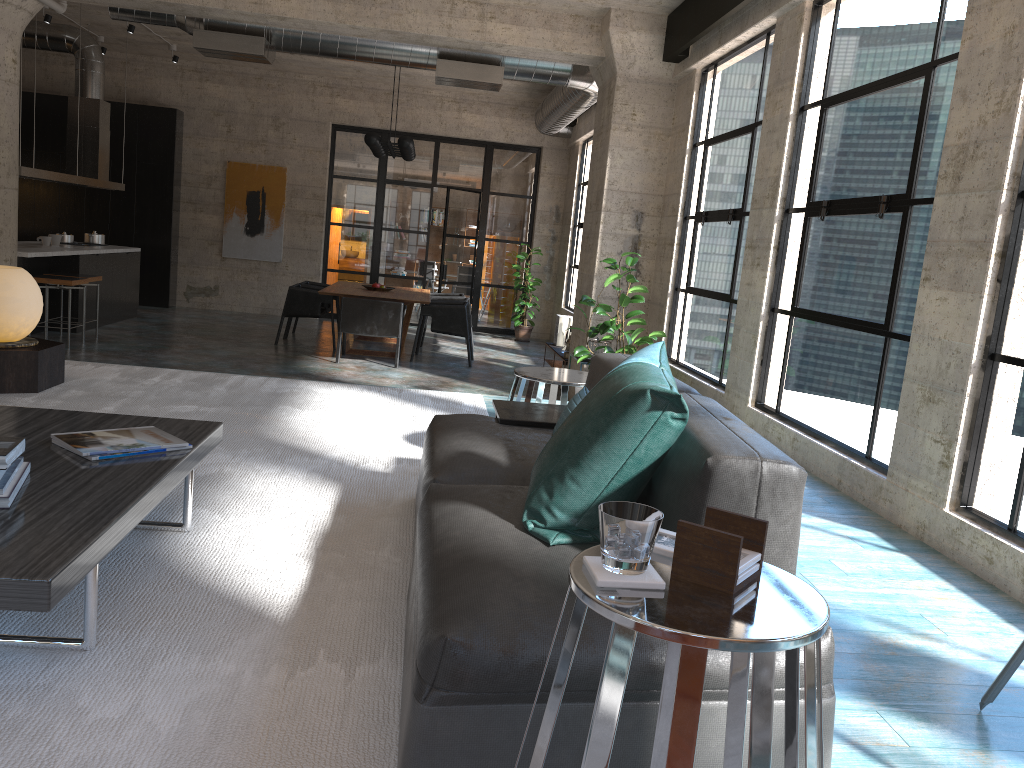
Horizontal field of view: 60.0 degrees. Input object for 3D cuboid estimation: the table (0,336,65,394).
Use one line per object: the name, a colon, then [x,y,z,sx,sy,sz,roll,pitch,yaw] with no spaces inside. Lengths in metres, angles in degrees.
table: [-2.858,-0.091,4.756,0.616,0.230,1.044,5,9,-6]

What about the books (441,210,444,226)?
books: [-1.603,-3.841,20.544,0.036,0.379,0.244,5,9,-6]

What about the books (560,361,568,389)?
books: [0.680,-0.092,9.830,0.274,0.263,0.393,6,9,4]

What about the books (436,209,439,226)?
books: [-1.734,-3.854,20.543,0.036,0.379,0.244,5,9,-6]

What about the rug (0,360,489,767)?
rug: [-1.310,0.580,2.197,2.954,0.032,7.768,5,9,-6]

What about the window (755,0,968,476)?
window: [1.814,-0.948,4.733,0.081,2.530,1.780,5,9,-6]

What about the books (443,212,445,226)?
books: [-1.558,-3.813,20.570,0.055,0.326,0.255,5,9,-6]

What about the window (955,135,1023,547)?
window: [2.023,-0.581,2.529,0.081,2.530,1.780,5,9,-6]

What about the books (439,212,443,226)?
books: [-1.652,-3.817,20.538,0.055,0.326,0.255,5,9,-6]

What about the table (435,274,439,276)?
table: [-1.391,-1.951,18.944,1.800,0.721,0.800,5,9,-6]

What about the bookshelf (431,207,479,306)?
bookshelf: [-1.404,-2.968,20.688,3.034,2.179,0.366,5,9,-6]

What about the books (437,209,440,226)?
books: [-1.696,-3.849,20.534,0.036,0.379,0.244,5,9,-6]

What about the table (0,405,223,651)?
table: [-1.433,0.374,2.444,0.900,0.309,1.500,5,9,-6]

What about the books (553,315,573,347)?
books: [0.639,-0.651,10.874,0.191,0.362,0.277,5,9,-6]

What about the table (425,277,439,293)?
table: [-1.007,-1.625,17.115,1.800,0.721,0.800,5,9,-6]

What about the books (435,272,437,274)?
books: [-1.954,-2.589,20.704,0.379,0.064,0.244,3,9,-19]

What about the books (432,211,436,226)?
books: [-1.801,-3.828,20.512,0.055,0.326,0.255,5,9,-6]

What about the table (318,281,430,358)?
table: [-1.743,-0.839,11.516,1.299,0.756,2.410,5,9,-6]

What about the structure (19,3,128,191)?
structure: [-5.271,-3.412,10.313,0.538,2.100,3.117,5,9,-6]

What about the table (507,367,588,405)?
table: [0.206,0.188,4.180,0.620,0.472,0.620,5,9,-3]

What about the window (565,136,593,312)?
window: [0.765,-2.793,15.808,0.081,2.530,7.902,5,9,-6]

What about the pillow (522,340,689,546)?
pillow: [0.249,0.097,2.445,0.349,0.466,1.042,6,9,4]

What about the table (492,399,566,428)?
table: [0.124,0.308,3.662,0.420,0.390,0.413,5,9,-6]

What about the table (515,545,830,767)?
table: [0.228,0.576,1.297,0.549,0.603,0.549,1,10,-26]

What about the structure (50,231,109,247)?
structure: [-5.627,-1.906,11.503,0.506,0.187,0.833,5,9,-6]

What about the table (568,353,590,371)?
table: [0.769,0.049,8.103,0.450,0.563,0.600,5,9,-6]

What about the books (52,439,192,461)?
books: [-1.204,0.185,2.747,0.252,0.011,0.318,13,11,38]

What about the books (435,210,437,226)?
books: [-1.763,-3.841,20.529,0.021,0.355,0.272,5,9,-6]

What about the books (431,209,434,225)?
books: [-1.846,-3.862,20.518,0.036,0.379,0.244,5,9,-6]

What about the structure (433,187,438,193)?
structure: [-2.124,-4.582,20.533,0.812,0.218,0.200,5,9,-6]

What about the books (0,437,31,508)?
books: [-1.369,0.203,2.189,0.279,0.116,0.322,2,10,-21]

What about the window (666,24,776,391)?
window: [1.605,-1.315,6.937,0.081,2.530,1.780,5,9,-6]

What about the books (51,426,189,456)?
books: [-1.212,0.174,2.743,0.252,0.011,0.318,14,12,42]

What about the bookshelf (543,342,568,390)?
bookshelf: [0.653,-0.206,10.346,0.350,0.347,1.600,5,9,-6]
